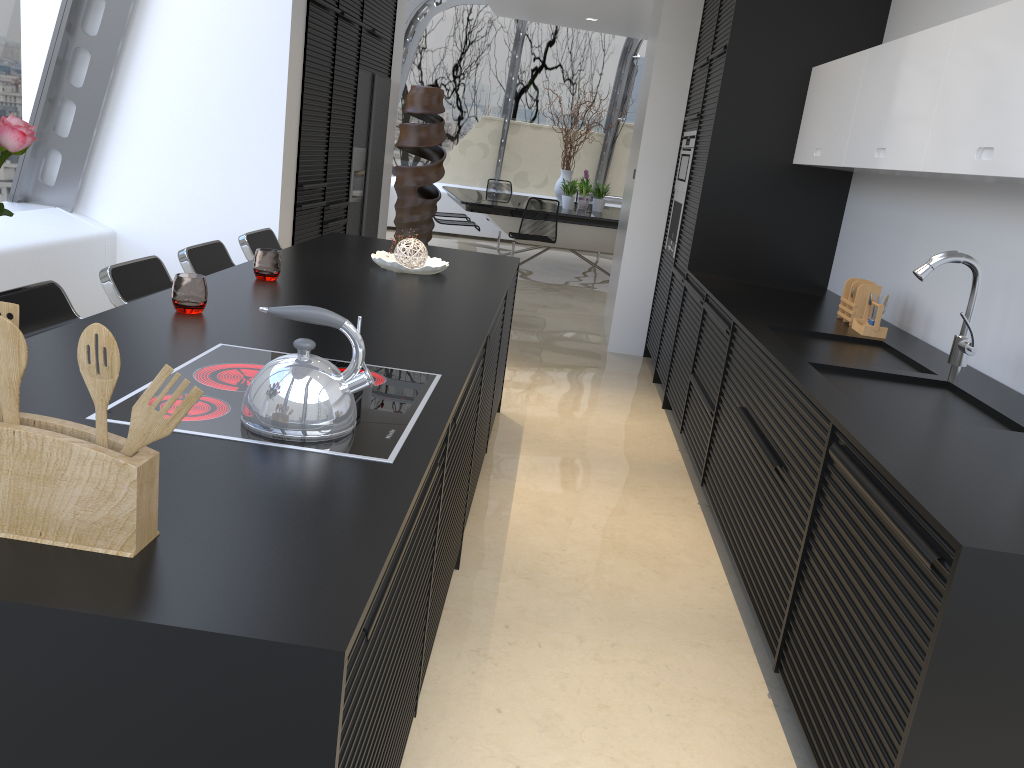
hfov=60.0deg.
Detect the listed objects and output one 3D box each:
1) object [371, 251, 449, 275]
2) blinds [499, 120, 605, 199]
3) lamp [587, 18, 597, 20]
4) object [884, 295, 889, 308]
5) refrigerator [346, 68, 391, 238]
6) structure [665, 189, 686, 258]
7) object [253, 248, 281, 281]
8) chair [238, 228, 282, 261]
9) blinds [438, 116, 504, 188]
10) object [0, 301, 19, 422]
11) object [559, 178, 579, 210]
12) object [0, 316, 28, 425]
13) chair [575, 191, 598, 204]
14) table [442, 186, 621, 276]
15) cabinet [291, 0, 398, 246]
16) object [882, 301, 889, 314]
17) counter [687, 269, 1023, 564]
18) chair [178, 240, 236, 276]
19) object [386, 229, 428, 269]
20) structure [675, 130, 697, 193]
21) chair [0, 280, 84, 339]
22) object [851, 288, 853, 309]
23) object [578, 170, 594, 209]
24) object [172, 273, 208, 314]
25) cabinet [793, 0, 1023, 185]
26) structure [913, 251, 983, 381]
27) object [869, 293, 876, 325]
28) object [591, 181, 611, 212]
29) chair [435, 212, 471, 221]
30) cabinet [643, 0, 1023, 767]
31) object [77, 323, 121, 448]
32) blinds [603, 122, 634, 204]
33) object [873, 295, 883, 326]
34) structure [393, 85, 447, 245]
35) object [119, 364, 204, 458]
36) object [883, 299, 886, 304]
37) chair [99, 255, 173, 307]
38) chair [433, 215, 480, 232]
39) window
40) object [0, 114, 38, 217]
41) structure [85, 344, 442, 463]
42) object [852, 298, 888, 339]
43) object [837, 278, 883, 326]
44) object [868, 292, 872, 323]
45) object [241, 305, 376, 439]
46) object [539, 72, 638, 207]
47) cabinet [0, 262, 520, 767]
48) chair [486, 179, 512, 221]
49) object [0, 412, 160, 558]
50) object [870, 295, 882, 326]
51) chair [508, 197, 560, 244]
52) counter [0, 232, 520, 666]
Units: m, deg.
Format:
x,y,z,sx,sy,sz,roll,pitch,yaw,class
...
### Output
x,y,z,sx,sy,sz,roll,pitch,yaw,class
-0.437,-0.508,3.803,0.334,0.078,0.329,5,15,-11,object
0.583,-3.297,13.198,1.430,1.027,0.329,5,15,-11,blinds
6.433,-2.460,6.552,9.928,0.004,9.775,5,15,-10,lamp
1.562,-0.286,3.760,0.042,0.192,0.040,19,19,37,object
-1.253,-1.561,7.042,0.234,1.742,1.006,8,15,2,refrigerator
1.108,-1.095,6.017,0.023,0.420,0.592,8,15,2,structure
-0.865,-0.421,3.133,0.095,0.106,0.095,8,15,0,object
-1.115,-0.322,4.480,0.460,0.857,0.418,8,15,2,chair
-1.194,-2.971,13.161,1.829,2.118,0.663,5,15,-11,blinds
-0.676,0.039,1.162,0.057,0.299,0.019,8,15,2,object
0.678,-2.257,10.492,0.284,0.369,0.215,15,17,26,object
-0.644,0.049,1.142,0.061,0.299,0.040,8,15,0,object
1.100,-2.391,12.290,0.446,0.519,0.688,5,15,-11,chair
0.694,-1.823,11.066,3.031,0.759,2.494,5,15,-11,table
-1.550,-1.779,6.390,0.831,2.558,2.252,8,15,3,cabinet
1.547,-0.269,3.739,0.019,0.178,0.044,-2,18,-31,object
1.302,-0.124,3.353,0.804,0.025,3.738,8,15,1,counter
-1.166,-0.158,3.852,0.460,0.857,0.418,8,15,2,chair
-0.433,-0.569,3.797,0.190,0.191,0.165,16,17,29,object
1.156,-1.483,5.912,0.061,0.388,0.592,8,15,2,structure
-1.266,0.163,2.626,0.460,0.857,0.418,8,15,2,chair
1.500,-0.340,3.922,0.040,0.192,0.042,-4,19,-36,object
0.889,-2.435,11.055,0.238,0.476,0.417,12,16,16,object
-0.908,-0.254,2.499,0.095,0.106,0.095,14,16,22,object
1.663,-0.982,3.102,0.343,0.515,3.741,8,15,1,cabinet
1.414,-0.170,2.927,0.248,0.536,0.115,8,15,0,structure
1.524,-0.286,3.751,0.020,0.196,0.018,11,15,11,object
1.068,-2.281,10.770,0.284,0.369,0.215,14,16,21,object
-0.852,-2.346,11.165,0.688,0.519,0.446,5,15,-11,chair
1.425,-0.885,3.879,0.831,2.901,5.157,8,15,1,cabinet
-0.526,0.066,1.136,0.055,0.299,0.027,8,15,2,object
2.109,-3.256,13.440,1.376,1.214,0.387,5,15,-11,blinds
1.543,-0.286,3.761,0.023,0.196,0.018,7,15,-3,object
-0.910,-1.899,8.535,0.493,1.843,0.498,8,15,0,structure
-0.492,0.087,1.141,0.199,0.259,0.016,11,15,13,object
1.554,-0.279,3.775,0.044,0.178,0.019,4,15,-13,object
-1.214,-0.006,3.271,0.460,0.857,0.418,8,15,2,chair
-0.702,-2.087,10.289,0.688,0.519,0.446,5,15,-11,chair
4.320,-1.275,6.787,16.171,3.674,16.693,6,15,-5,window
-0.925,-0.195,1.331,0.350,0.596,0.327,10,15,8,object
-0.475,0.039,1.906,0.562,0.041,0.640,8,15,1,structure
1.506,-0.264,3.720,0.100,0.170,0.173,9,15,4,object
1.542,-0.350,3.951,0.104,0.223,0.200,8,15,2,object
1.513,-0.293,3.762,0.042,0.192,0.040,20,19,38,object
-0.403,-0.039,1.712,0.221,0.230,0.221,17,18,32,object
0.829,-2.881,10.589,1.135,1.549,1.031,2,16,-19,object
-0.626,0.167,2.965,1.007,0.838,3.800,8,15,1,cabinet
-0.148,-2.492,12.047,0.446,0.519,0.688,5,15,-11,chair
-0.653,0.122,1.172,0.353,0.157,0.084,8,15,2,object
1.529,-0.283,3.743,0.019,0.196,0.022,5,15,-9,object
0.258,-1.788,9.665,0.446,0.519,0.688,5,15,-11,chair
-0.571,-0.242,2.854,1.006,0.018,3.800,8,15,1,counter
